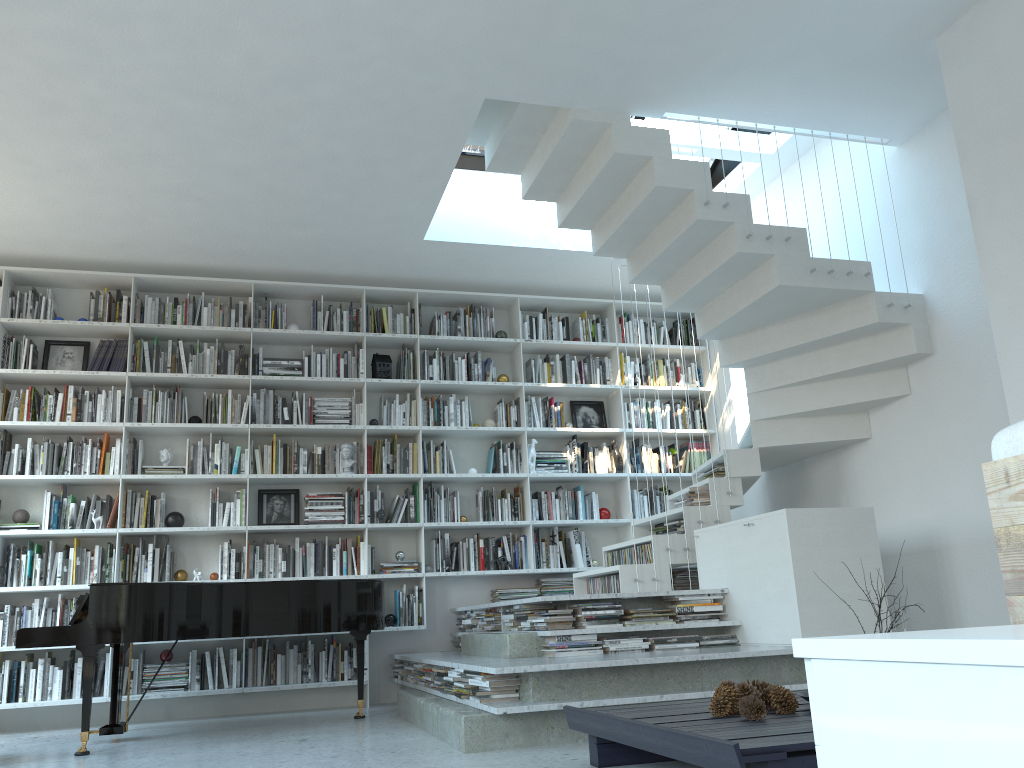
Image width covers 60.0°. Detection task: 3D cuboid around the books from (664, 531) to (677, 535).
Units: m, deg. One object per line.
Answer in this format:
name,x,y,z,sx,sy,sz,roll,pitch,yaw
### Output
books,1.170,1.013,6.043,0.184,0.013,0.226,2,-16,-19

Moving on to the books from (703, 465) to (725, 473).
books,1.449,0.588,6.130,0.191,0.013,0.244,-1,-15,-5

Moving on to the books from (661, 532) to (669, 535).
books,1.132,1.060,6.260,0.132,0.010,0.198,0,-15,-12

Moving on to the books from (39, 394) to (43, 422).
books,-3.312,0.203,6.269,0.012,0.230,0.150,1,-15,-16

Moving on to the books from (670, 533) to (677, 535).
books,1.171,1.028,6.039,0.175,0.016,0.208,3,-16,-21

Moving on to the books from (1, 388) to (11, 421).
books,-3.531,0.176,6.193,0.012,0.262,0.180,1,-15,-16

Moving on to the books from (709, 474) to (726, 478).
books,1.448,0.649,6.114,0.191,0.014,0.244,-2,-15,-4

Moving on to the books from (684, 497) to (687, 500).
books,1.299,0.772,6.075,0.218,0.012,0.156,-3,-15,0

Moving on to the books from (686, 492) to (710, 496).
books,1.294,0.725,5.815,0.295,0.007,0.146,-8,-16,17

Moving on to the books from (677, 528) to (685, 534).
books,1.160,0.953,5.760,0.172,0.019,0.240,-5,-15,8

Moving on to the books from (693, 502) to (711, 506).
books,1.302,0.793,5.814,0.215,0.013,0.189,-7,-16,15

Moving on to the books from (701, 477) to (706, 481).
books,1.468,0.682,6.414,0.168,0.005,0.293,-3,-15,1

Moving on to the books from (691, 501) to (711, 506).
books,1.305,0.786,5.826,0.254,0.007,0.189,-6,-15,10

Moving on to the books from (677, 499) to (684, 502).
books,1.298,0.833,6.352,0.157,0.014,0.181,3,-16,-20

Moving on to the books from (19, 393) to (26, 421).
books,-3.416,0.197,6.225,0.030,0.229,0.172,1,-15,-16

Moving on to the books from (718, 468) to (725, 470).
books,1.469,0.607,6.127,0.144,0.011,0.257,0,-15,-9

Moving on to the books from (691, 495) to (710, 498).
books,1.299,0.744,5.825,0.232,0.011,0.172,-8,-16,19

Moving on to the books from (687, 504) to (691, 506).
books,1.303,0.823,6.053,0.188,0.005,0.182,1,-16,-16

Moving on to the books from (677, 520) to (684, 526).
books,1.169,0.902,5.773,0.168,0.014,0.213,-4,-15,3

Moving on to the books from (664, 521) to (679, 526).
books,1.167,0.951,6.059,0.177,0.014,0.194,3,-16,-21

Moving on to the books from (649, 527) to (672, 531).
books,1.099,1.022,6.261,0.198,0.006,0.189,3,-16,-20

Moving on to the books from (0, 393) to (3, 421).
books,-3.548,0.193,6.192,0.022,0.232,0.151,1,-15,-16

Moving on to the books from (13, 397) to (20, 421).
books,-3.449,0.209,6.199,0.026,0.194,0.176,1,-15,-16

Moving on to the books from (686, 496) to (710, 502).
books,1.295,0.749,5.809,0.295,0.006,0.147,-8,-16,17

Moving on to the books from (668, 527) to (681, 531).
books,1.167,0.988,6.049,0.189,0.012,0.156,1,-15,-13

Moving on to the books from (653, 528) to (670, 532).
books,1.117,1.029,6.264,0.159,0.009,0.208,3,-16,-20

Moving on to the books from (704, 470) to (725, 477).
books,1.455,0.616,6.123,0.176,0.007,0.255,-1,-15,-8

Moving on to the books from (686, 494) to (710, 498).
books,1.294,0.732,5.813,0.295,0.007,0.146,-7,-15,13

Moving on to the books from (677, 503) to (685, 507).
books,1.304,0.858,6.347,0.149,0.016,0.240,2,-16,-18

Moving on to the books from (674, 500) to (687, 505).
books,1.288,0.845,6.346,0.173,0.011,0.204,3,-16,-21

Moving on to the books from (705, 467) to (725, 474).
books,1.458,0.598,6.128,0.174,0.009,0.240,-1,-15,-7

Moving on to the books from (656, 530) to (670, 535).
books,1.124,1.044,6.262,0.140,0.022,0.181,3,-16,-22

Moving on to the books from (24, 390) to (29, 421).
books,-3.395,0.186,6.233,0.014,0.252,0.187,1,-15,-16

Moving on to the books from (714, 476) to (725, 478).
books,1.450,0.662,6.111,0.182,0.013,0.288,-2,-15,-3

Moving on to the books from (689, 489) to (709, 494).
books,1.294,0.704,5.823,0.254,0.005,0.161,-7,-16,15

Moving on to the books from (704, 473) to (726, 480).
books,1.456,0.637,6.118,0.187,0.009,0.261,-1,-15,-6

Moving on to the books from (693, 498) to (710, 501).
books,1.296,0.759,5.806,0.214,0.014,0.138,-6,-15,10

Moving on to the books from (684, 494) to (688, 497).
books,1.298,0.758,6.080,0.166,0.017,0.191,1,-15,-13

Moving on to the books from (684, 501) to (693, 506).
books,1.303,0.803,6.055,0.178,0.035,0.222,0,-15,-12

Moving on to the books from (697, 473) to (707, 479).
books,1.462,0.656,6.421,0.190,0.015,0.231,-2,-15,-3

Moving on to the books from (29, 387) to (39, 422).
books,-3.363,0.173,6.238,0.011,0.276,0.164,1,-15,-16

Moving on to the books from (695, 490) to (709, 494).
books,1.299,0.717,5.834,0.184,0.016,0.179,-6,-15,11

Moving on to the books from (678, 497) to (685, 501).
books,1.300,0.819,6.356,0.157,0.014,0.181,2,-16,-18

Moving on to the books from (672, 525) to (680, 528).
books,1.191,0.967,6.062,0.133,0.017,0.179,0,-15,-12

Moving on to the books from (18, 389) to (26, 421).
books,-3.437,0.181,6.228,0.010,0.262,0.151,1,-15,-16

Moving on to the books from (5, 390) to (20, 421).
books,-3.499,0.184,6.217,0.062,0.257,0.153,1,-15,-16

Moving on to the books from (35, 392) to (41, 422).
books,-3.339,0.191,6.259,0.047,0.249,0.134,1,-15,-16

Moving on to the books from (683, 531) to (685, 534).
books,1.181,0.969,5.755,0.136,0.017,0.289,-5,-15,6

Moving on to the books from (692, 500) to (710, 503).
books,1.300,0.775,5.816,0.222,0.011,0.180,-7,-16,14

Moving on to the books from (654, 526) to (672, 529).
books,1.118,1.013,6.269,0.161,0.012,0.195,2,-16,-19

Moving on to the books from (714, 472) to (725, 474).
books,1.466,0.626,6.122,0.154,0.014,0.197,-2,-15,-4

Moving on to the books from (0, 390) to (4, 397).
books,-3.568,0.185,6.198,0.012,0.253,0.161,1,-15,-16

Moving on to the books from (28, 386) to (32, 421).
books,-3.381,0.174,6.245,0.020,0.280,0.165,1,-15,-16

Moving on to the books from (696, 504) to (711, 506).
books,1.304,0.807,5.816,0.206,0.012,0.183,-6,-15,10

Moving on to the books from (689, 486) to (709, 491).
books,1.295,0.691,5.834,0.234,0.025,0.158,-9,-16,20

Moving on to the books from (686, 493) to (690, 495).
books,1.296,0.747,6.089,0.155,0.009,0.155,1,-16,-16

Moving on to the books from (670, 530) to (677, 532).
books,1.181,1.001,6.049,0.149,0.013,0.220,0,-15,-11

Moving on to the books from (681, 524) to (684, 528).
books,1.182,0.922,5.767,0.141,0.028,0.223,-4,-15,2
